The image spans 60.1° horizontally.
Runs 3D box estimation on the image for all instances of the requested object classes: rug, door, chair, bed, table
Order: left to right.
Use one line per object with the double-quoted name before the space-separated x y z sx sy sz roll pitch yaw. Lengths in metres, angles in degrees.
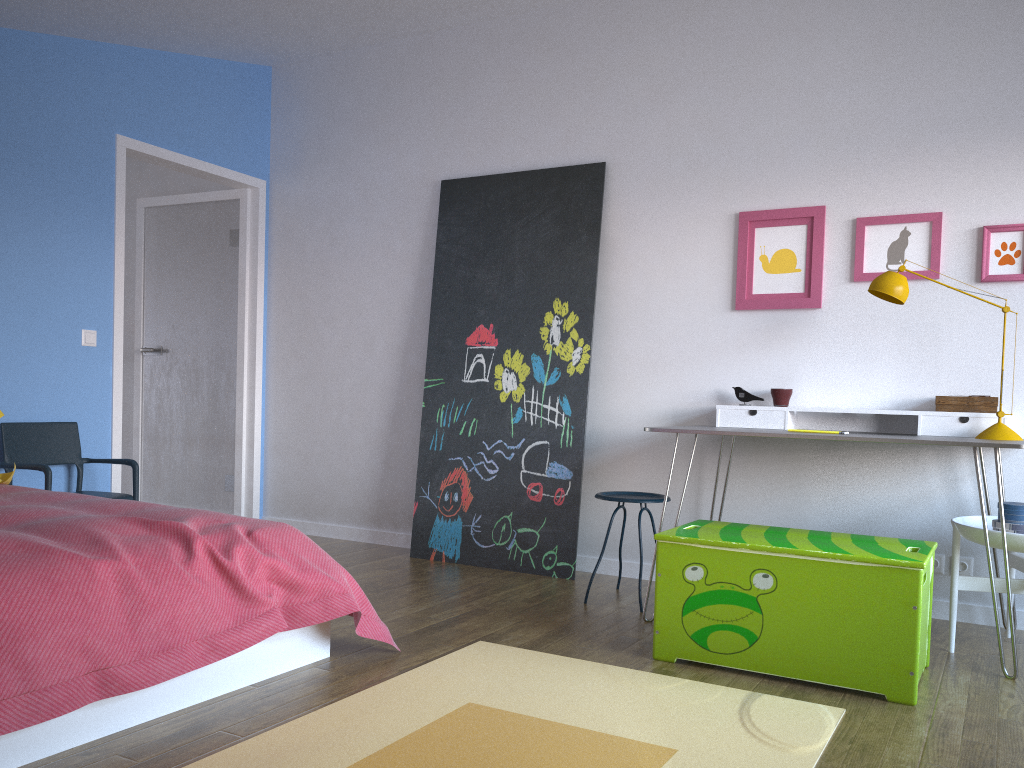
"bed" -1.772 0.435 2.631 2.315 0.812 1.926 1 -1 29
"chair" -2.060 0.519 4.081 0.416 0.675 0.512 2 1 26
"door" -2.213 -0.193 5.209 0.997 2.132 1.032 3 2 29
"rug" -0.126 0.870 1.818 1.199 0.006 2.201 1 -1 29
"chair" 0.509 0.706 3.799 0.324 0.463 0.364 2 1 29
"table" 1.253 0.570 3.440 1.334 0.759 0.807 2 0 29

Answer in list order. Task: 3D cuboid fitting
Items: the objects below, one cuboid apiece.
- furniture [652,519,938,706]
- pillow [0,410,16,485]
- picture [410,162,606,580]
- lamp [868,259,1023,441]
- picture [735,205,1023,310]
"furniture" 0.928 0.716 2.921 0.812 0.419 0.481 2 0 29
"pillow" -2.455 0.119 2.986 0.678 0.532 1.345 2 0 31
"picture" -0.041 -0.080 4.483 0.957 2.022 0.207 3 2 29
"lamp" 1.618 -0.133 3.308 0.558 0.666 0.161 2 2 13
"picture" 1.523 -0.545 3.726 1.152 0.441 0.027 1 2 29
